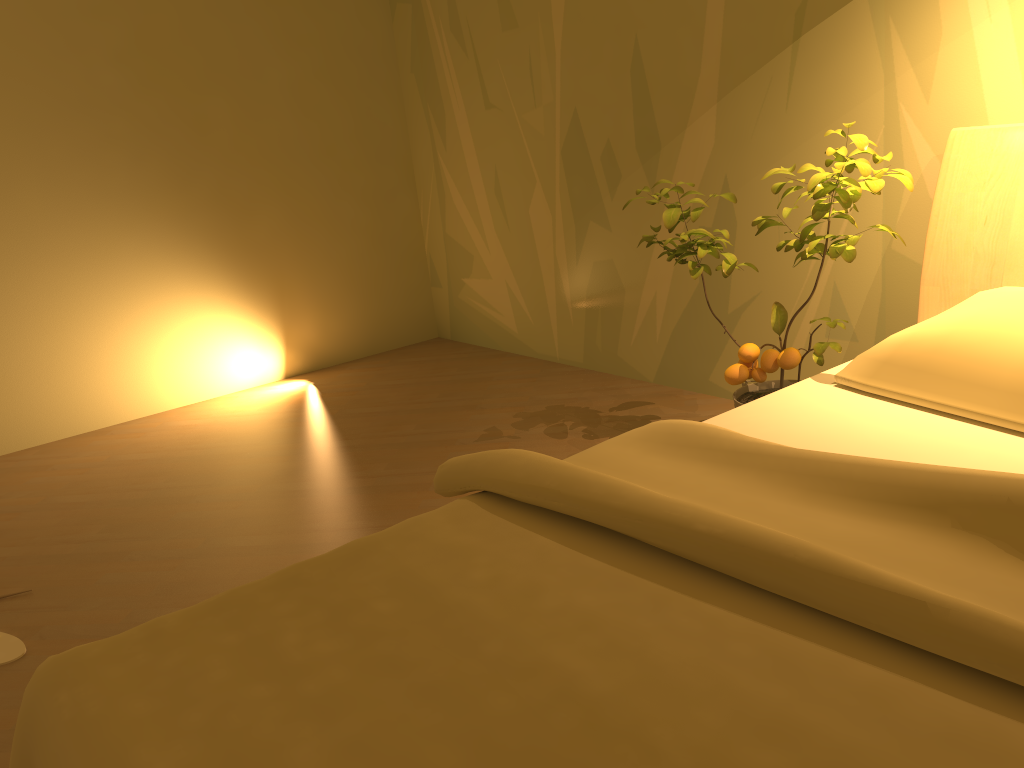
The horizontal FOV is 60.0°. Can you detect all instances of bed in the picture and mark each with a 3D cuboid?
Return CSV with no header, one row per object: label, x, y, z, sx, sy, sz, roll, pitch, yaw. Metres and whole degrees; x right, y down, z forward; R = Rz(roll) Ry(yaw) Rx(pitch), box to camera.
bed,0.540,0.146,1.373,2.378,0.894,1.286,-18,19,-33

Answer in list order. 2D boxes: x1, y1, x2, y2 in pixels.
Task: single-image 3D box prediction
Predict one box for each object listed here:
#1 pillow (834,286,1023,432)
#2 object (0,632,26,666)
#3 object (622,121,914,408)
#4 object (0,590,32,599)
pillow,1.099,-0.045,1.741,0.482,0.213,0.801,-14,17,-24
object,-1.330,0.645,2.050,0.366,0.014,0.288,1,18,26
object,0.639,-0.189,2.397,0.372,0.944,0.828,-21,21,-39
object,-1.434,0.580,2.326,0.325,0.010,0.010,-11,16,-14
